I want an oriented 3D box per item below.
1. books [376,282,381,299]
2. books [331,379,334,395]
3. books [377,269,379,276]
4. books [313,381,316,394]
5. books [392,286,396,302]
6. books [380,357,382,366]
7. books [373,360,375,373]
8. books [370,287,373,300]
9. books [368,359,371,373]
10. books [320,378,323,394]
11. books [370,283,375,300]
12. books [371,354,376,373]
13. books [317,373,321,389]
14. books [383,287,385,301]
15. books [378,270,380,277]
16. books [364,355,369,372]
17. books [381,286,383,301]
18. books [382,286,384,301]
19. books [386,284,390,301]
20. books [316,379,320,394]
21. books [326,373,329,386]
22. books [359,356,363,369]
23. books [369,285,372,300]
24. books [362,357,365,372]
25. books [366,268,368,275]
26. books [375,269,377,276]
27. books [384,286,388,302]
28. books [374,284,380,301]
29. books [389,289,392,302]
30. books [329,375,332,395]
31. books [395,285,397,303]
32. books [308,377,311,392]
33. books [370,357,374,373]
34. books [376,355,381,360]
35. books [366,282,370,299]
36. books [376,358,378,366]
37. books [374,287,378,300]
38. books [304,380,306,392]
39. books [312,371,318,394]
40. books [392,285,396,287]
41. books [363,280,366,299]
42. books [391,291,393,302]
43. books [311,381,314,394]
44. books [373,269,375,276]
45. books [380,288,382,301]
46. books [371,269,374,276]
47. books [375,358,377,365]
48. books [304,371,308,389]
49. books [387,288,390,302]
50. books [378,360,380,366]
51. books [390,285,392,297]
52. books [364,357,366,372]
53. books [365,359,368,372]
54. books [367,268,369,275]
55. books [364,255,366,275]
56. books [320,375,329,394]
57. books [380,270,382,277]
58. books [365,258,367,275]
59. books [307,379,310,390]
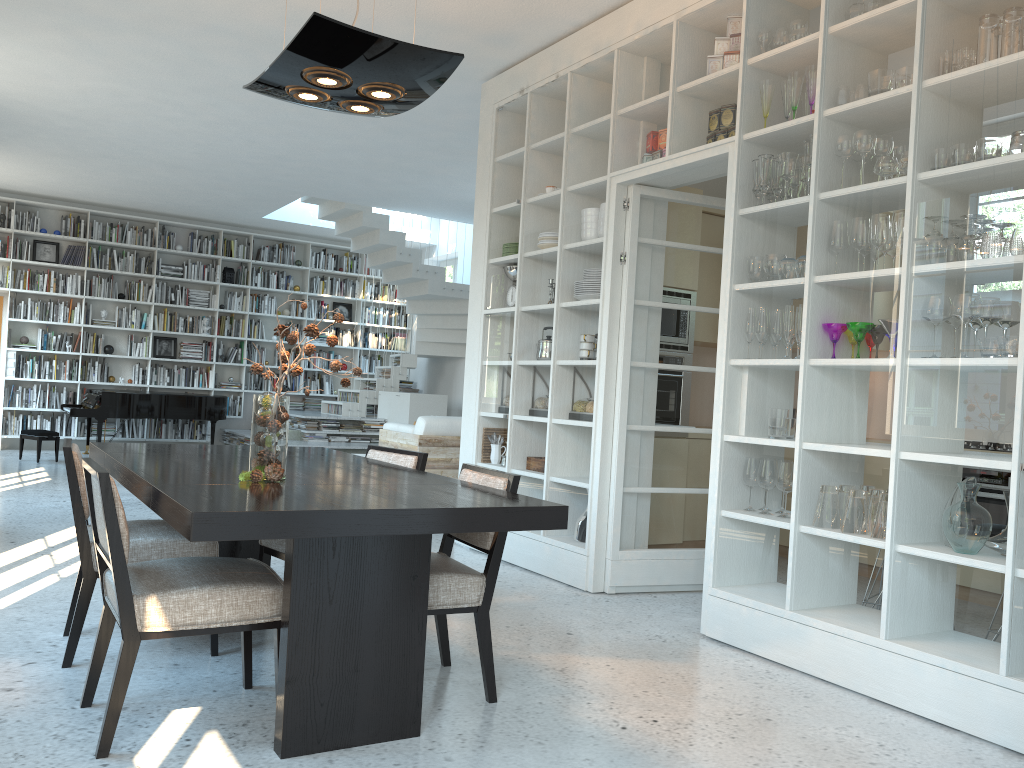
[{"bbox_3d":[-2.055,-1.418,13.636,0.022,0.296,0.152,3,0,-31],"label":"books"},{"bbox_3d":[-2.730,0.021,13.377,0.062,0.274,0.148,3,0,-31],"label":"books"},{"bbox_3d":[-2.102,-1.769,13.689,0.022,0.259,0.163,3,0,-31],"label":"books"},{"bbox_3d":[-2.969,0.050,13.231,0.024,0.185,0.149,3,0,-31],"label":"books"},{"bbox_3d":[-1.859,-1.386,13.839,0.022,0.261,0.160,3,0,-31],"label":"books"},{"bbox_3d":[-2.059,-0.290,13.779,0.012,0.254,0.161,3,0,-31],"label":"books"},{"bbox_3d":[-2.169,-0.271,13.711,0.027,0.201,0.164,3,0,-31],"label":"books"},{"bbox_3d":[-2.167,-1.374,13.561,0.024,0.193,0.189,3,0,-31],"label":"books"},{"bbox_3d":[-2.225,-0.278,13.674,0.025,0.208,0.149,3,0,-31],"label":"books"},{"bbox_3d":[-2.879,0.029,13.285,0.031,0.239,0.171,3,0,-31],"label":"books"},{"bbox_3d":[-2.153,-1.408,13.586,0.023,0.263,0.158,3,0,-31],"label":"books"},{"bbox_3d":[-2.148,-0.318,13.721,0.013,0.297,0.141,3,0,-31],"label":"books"},{"bbox_3d":[-2.904,-0.005,13.290,0.010,0.304,0.131,3,0,-31],"label":"books"},{"bbox_3d":[-2.002,-1.377,13.670,0.013,0.222,0.174,3,0,-31],"label":"books"},{"bbox_3d":[-2.080,-1.770,13.703,0.029,0.264,0.179,3,0,-31],"label":"books"},{"bbox_3d":[-2.248,-0.309,13.668,0.024,0.267,0.133,3,0,-31],"label":"books"},{"bbox_3d":[-2.032,-1.389,13.663,0.022,0.242,0.144,3,0,-31],"label":"books"},{"bbox_3d":[-2.017,-1.386,13.672,0.012,0.237,0.165,3,0,-31],"label":"books"},{"bbox_3d":[-1.937,-1.408,13.800,0.010,0.295,0.165,3,0,-31],"label":"books"},{"bbox_3d":[-2.921,0.037,13.255,0.052,0.217,0.184,3,0,-31],"label":"books"},{"bbox_3d":[-2.788,-0.008,13.356,0.012,0.326,0.136,3,0,-31],"label":"books"},{"bbox_3d":[-2.332,-0.308,13.591,0.024,0.252,0.175,3,0,-31],"label":"books"},{"bbox_3d":[-2.200,-1.391,13.547,0.049,0.224,0.161,3,0,-31],"label":"books"},{"bbox_3d":[-2.311,-0.298,13.613,0.037,0.236,0.153,3,0,-31],"label":"books"},{"bbox_3d":[-2.254,-1.761,13.610,0.025,0.223,0.136,3,0,-31],"label":"books"},{"bbox_3d":[-2.124,-1.779,13.680,0.027,0.275,0.148,3,0,-31],"label":"books"},{"bbox_3d":[-1.990,-1.386,13.703,0.042,0.242,0.247,3,0,-31],"label":"books"},{"bbox_3d":[-2.073,-1.398,13.621,0.023,0.253,0.189,3,0,-31],"label":"books"},{"bbox_3d":[-1.923,-1.366,13.795,0.013,0.213,0.186,3,0,-31],"label":"books"},{"bbox_3d":[-2.762,0.012,13.346,0.025,0.287,0.160,3,0,-31],"label":"books"},{"bbox_3d":[-1.834,-1.397,13.866,0.023,0.287,0.163,3,0,-31],"label":"books"},{"bbox_3d":[-3.028,0.016,13.188,0.015,0.243,0.156,3,0,-31],"label":"books"},{"bbox_3d":[-2.188,-0.297,13.666,0.027,0.248,0.184,3,0,-31],"label":"books"},{"bbox_3d":[-2.081,-0.307,13.752,0.011,0.284,0.161,3,0,-31],"label":"books"},{"bbox_3d":[-2.225,-1.413,13.518,0.026,0.263,0.189,3,0,-31],"label":"books"},{"bbox_3d":[-2.127,-0.289,13.748,0.027,0.242,0.131,3,0,-31],"label":"books"},{"bbox_3d":[-2.105,-1.378,13.624,0.025,0.211,0.134,3,0,-31],"label":"books"},{"bbox_3d":[-3.091,0.028,13.176,0.033,0.213,0.140,3,0,-31],"label":"books"},{"bbox_3d":[-2.946,-0.023,13.238,0.014,0.333,0.168,3,0,-31],"label":"books"},{"bbox_3d":[-1.855,-1.402,13.866,0.011,0.294,0.151,3,0,-31],"label":"books"},{"bbox_3d":[-2.264,-1.431,13.503,0.010,0.294,0.183,3,0,-31],"label":"books"},{"bbox_3d":[-1.895,-1.348,13.841,0.034,0.182,0.156,3,0,-31],"label":"books"},{"bbox_3d":[-2.996,0.047,13.223,0.030,0.188,0.140,3,0,-31],"label":"books"},{"bbox_3d":[-2.147,-1.796,13.655,0.012,0.306,0.184,3,0,-31],"label":"books"},{"bbox_3d":[-2.045,-1.372,13.648,0.014,0.206,0.184,3,0,-31],"label":"books"},{"bbox_3d":[-2.173,-1.766,13.639,0.023,0.244,0.182,3,0,-31],"label":"books"},{"bbox_3d":[-2.136,-0.284,13.723,0.014,0.230,0.172,3,0,-31],"label":"books"},{"bbox_3d":[-3.068,-0.028,13.187,0.013,0.327,0.130,3,0,-31],"label":"books"},{"bbox_3d":[-1.949,-1.371,13.784,0.023,0.220,0.171,3,0,-31],"label":"books"},{"bbox_3d":[-2.093,-0.268,13.736,0.021,0.205,0.174,3,0,-31],"label":"books"},{"bbox_3d":[-1.917,-1.399,13.826,0.024,0.281,0.153,3,0,-31],"label":"books"},{"bbox_3d":[-2.286,-0.300,13.629,0.022,0.242,0.151,3,0,-31],"label":"books"},{"bbox_3d":[-2.263,-0.278,13.638,0.029,0.201,0.172,3,0,-31],"label":"books"},{"bbox_3d":[-2.228,-1.791,13.607,0.013,0.286,0.150,3,0,-31],"label":"books"},{"bbox_3d":[-2.281,-1.808,13.563,0.011,0.313,0.172,3,0,-31],"label":"books"},{"bbox_3d":[-2.810,0.007,13.276,0.075,0.291,0.255,3,0,-31],"label":"books"},{"bbox_3d":[-2.052,-1.761,13.730,0.027,0.249,0.154,3,0,-31],"label":"books"},{"bbox_3d":[-2.267,-1.788,13.588,0.022,0.275,0.160,3,0,-31],"label":"books"},{"bbox_3d":[-3.050,0.030,13.187,0.023,0.214,0.163,3,0,-31],"label":"books"}]
